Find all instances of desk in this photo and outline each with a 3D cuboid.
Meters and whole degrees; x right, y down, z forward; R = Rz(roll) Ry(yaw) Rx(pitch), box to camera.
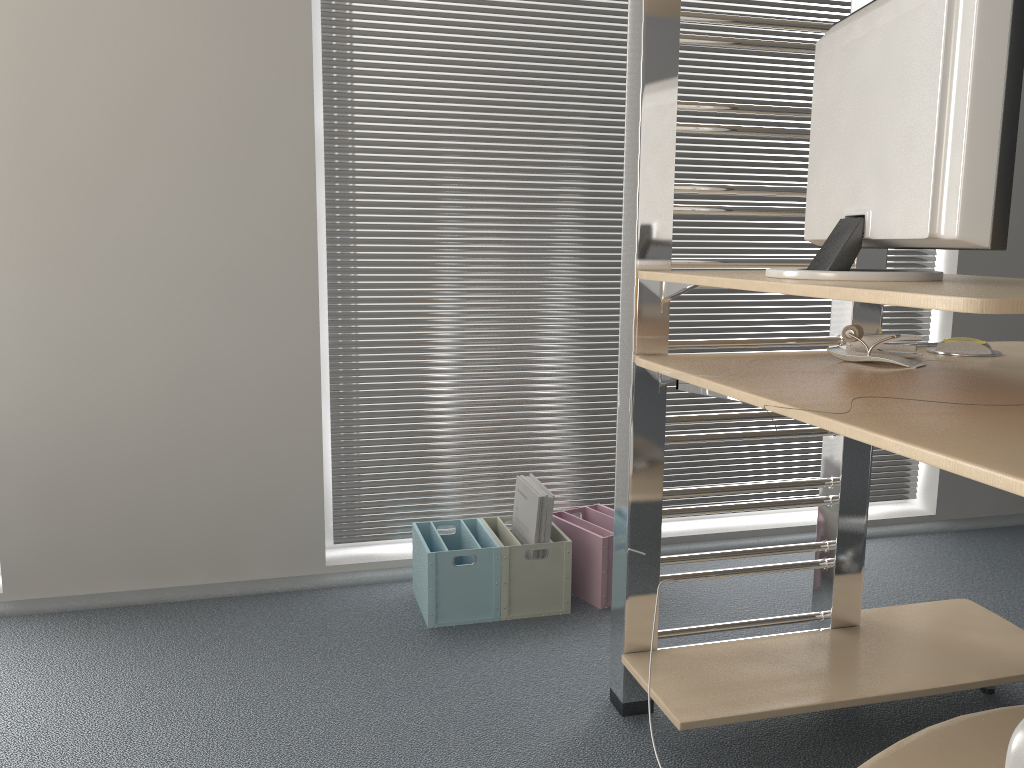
[{"bbox_3d":[0.859,-0.017,1.145,0.967,1.566,1.469,-2,9,-15],"label":"desk"}]

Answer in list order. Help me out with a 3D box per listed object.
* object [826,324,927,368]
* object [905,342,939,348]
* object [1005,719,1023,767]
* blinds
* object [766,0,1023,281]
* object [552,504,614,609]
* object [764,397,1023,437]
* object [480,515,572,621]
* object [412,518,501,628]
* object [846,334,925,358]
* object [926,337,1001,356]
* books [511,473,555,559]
[{"bbox_3d":[0.647,-0.070,1.577,0.159,0.064,0.054,8,12,41],"label":"object"},{"bbox_3d":[0.861,-0.080,1.817,0.158,0.011,0.011,-2,10,-18],"label":"object"},{"bbox_3d":[0.797,0.448,0.881,0.351,0.162,0.438,-5,11,-31],"label":"object"},{"bbox_3d":[0.445,-0.947,2.558,1.950,2.770,0.022,-2,9,-15],"label":"blinds"},{"bbox_3d":[0.506,-0.365,1.291,0.245,0.418,0.516,2,9,7],"label":"object"},{"bbox_3d":[0.241,0.471,2.436,0.185,0.202,0.245,-5,11,-33],"label":"object"},{"bbox_3d":[0.732,0.039,1.173,0.814,0.082,0.478,-1,9,-7],"label":"object"},{"bbox_3d":[0.031,0.482,2.351,0.185,0.202,0.245,-2,9,-15],"label":"object"},{"bbox_3d":[-0.148,0.488,2.304,0.185,0.202,0.245,-2,9,-15],"label":"object"},{"bbox_3d":[0.701,-0.074,1.668,0.134,0.042,0.022,5,10,27],"label":"object"},{"bbox_3d":[0.885,-0.075,1.738,0.132,0.026,0.132,-2,9,-15],"label":"object"},{"bbox_3d":[0.046,0.412,2.344,0.068,0.306,0.220,-2,9,-15],"label":"books"}]
